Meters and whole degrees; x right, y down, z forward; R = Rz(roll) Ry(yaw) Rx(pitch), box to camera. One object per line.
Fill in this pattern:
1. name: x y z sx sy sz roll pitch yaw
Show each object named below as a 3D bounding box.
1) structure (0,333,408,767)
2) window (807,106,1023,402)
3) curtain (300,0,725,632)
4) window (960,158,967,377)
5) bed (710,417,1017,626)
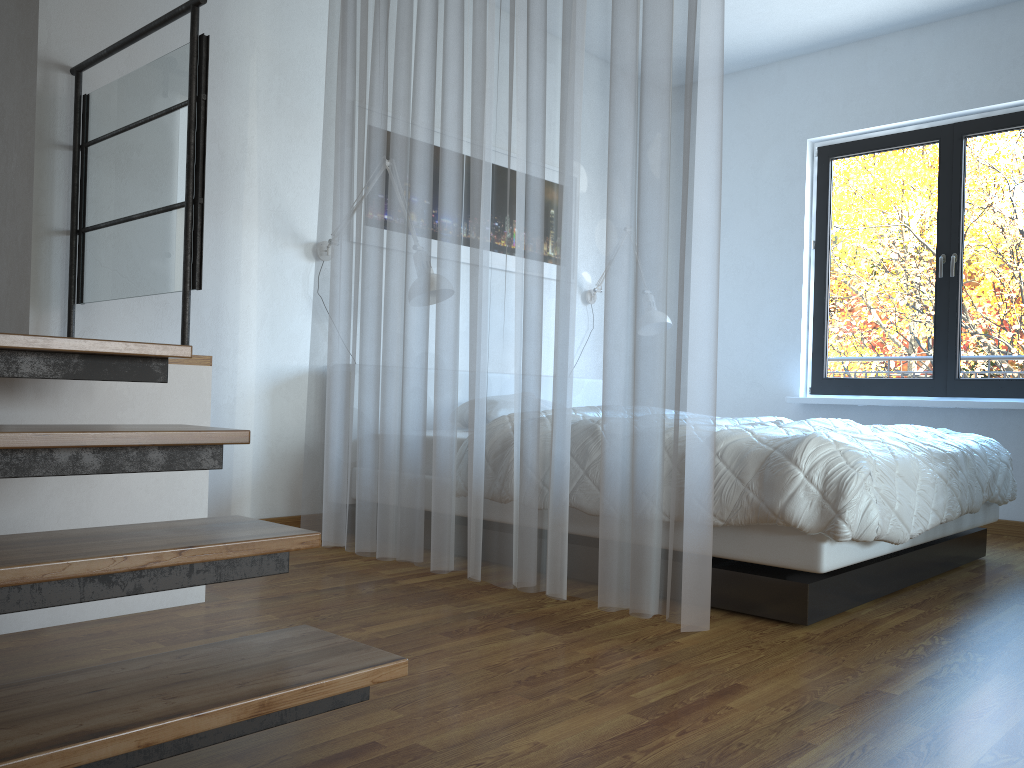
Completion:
1. structure: -0.958 -1.274 0.820 4.581 4.131 2.685 1 -1 42
2. window: 2.421 -0.692 4.960 1.561 1.588 0.119 1 0 43
3. curtain: -0.112 -0.748 2.871 1.808 2.733 0.154 1 0 45
4. window: 8.561 1.871 16.616 24.381 18.370 13.973 2 -1 -41
5. bed: 0.685 0.330 3.917 2.441 0.763 2.166 1 -1 43
